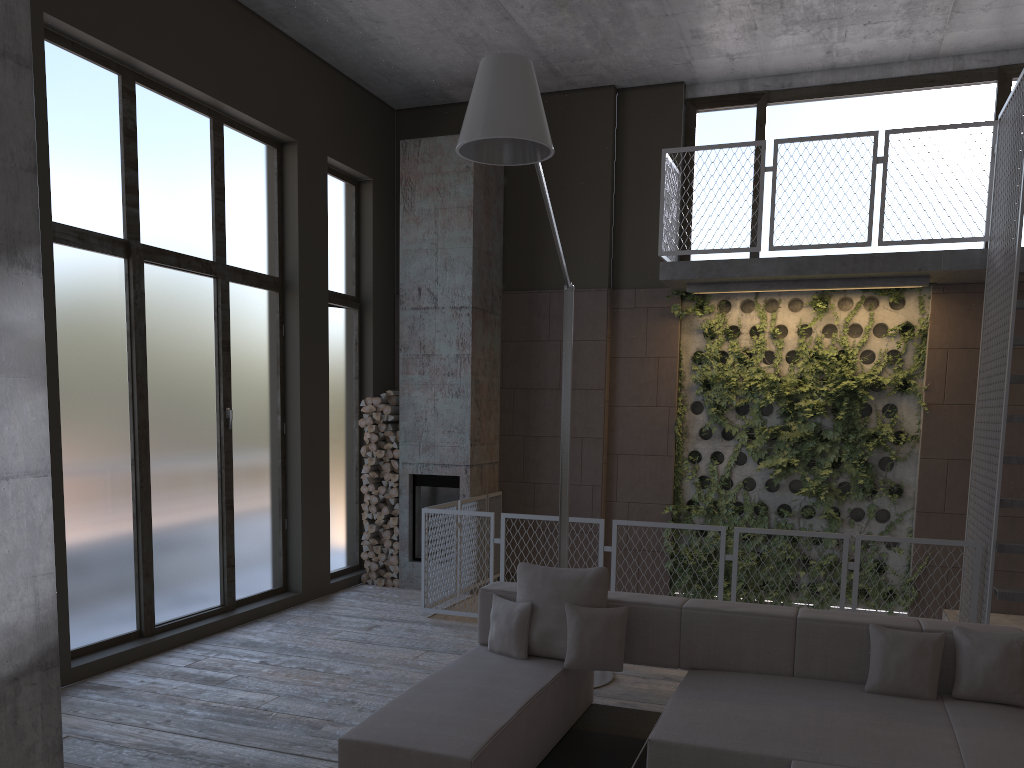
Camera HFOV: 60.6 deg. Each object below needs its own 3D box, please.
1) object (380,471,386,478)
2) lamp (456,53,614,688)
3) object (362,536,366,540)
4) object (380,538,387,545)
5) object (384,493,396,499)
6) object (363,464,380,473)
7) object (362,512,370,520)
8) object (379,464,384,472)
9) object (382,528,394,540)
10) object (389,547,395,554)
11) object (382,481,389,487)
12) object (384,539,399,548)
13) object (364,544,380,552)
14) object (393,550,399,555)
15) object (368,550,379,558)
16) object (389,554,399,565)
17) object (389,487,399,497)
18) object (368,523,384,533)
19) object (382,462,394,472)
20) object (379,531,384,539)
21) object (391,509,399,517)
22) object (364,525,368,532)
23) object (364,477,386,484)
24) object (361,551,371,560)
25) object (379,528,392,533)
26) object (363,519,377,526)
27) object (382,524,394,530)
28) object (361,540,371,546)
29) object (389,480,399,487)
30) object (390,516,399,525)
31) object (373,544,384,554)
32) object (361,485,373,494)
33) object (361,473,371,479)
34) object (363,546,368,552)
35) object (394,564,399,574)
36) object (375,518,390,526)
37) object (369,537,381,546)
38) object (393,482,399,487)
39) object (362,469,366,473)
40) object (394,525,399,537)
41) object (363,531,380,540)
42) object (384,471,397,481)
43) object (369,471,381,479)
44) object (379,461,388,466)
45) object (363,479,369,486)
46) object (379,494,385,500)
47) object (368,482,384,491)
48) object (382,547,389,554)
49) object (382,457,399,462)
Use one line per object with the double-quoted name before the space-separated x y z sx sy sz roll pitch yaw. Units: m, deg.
"object" -1.287 0.962 9.443 0.101 0.087 0.361 2 -1 21
"lamp" 0.250 0.328 5.177 0.755 3.466 2.601 2 4 8
"object" -1.502 1.640 9.576 0.067 0.072 0.421 2 -1 21
"object" -1.299 1.683 9.528 0.101 0.087 0.361 2 -1 21
"object" -1.232 1.182 9.397 0.121 0.068 0.361 1 -1 22
"object" -1.444 0.899 9.441 0.090 0.090 0.453 2 -1 22
"object" -1.495 1.413 9.559 0.079 0.108 0.434 2 -1 20
"object" -1.329 0.904 9.488 0.103 0.103 0.290 2 0 21
"object" -1.282 1.595 9.406 0.098 0.108 0.292 2 0 20
"object" -1.199 1.777 9.467 0.067 0.068 0.420 2 -1 21
"object" -1.262 1.057 9.410 0.067 0.068 0.420 2 -1 21
"object" -1.236 1.698 9.479 0.092 0.094 0.435 2 -1 21
"object" -1.459 1.747 9.467 0.071 0.073 0.420 2 -1 21
"object" -1.189 1.779 9.350 0.063 0.048 0.249 2 -1 19
"object" -1.419 1.822 9.571 0.090 0.090 0.453 2 -1 21
"object" -1.198 1.854 9.362 0.100 0.104 0.291 2 0 19
"object" -1.185 1.133 9.278 0.100 0.104 0.291 2 0 19
"object" -1.398 1.539 9.467 0.093 0.084 0.477 2 -1 20
"object" -1.269 0.874 9.321 0.098 0.108 0.292 2 0 20
"object" -1.341 1.625 9.573 0.103 0.103 0.290 2 0 21
"object" -1.149 1.365 9.426 0.114 0.080 0.432 1 -1 20
"object" -1.469 1.549 9.496 0.067 0.068 0.420 2 -1 20
"object" -1.447 1.026 9.382 0.071 0.073 0.420 2 -1 21
"object" -1.502 1.851 9.601 0.091 0.093 0.435 2 -1 21
"object" -1.323 1.560 9.477 0.064 0.075 0.357 2 -1 22
"object" -1.505 1.515 9.585 0.070 0.119 0.362 3 0 20
"object" -1.275 1.520 9.427 0.088 0.057 0.330 1 -1 21
"object" -1.504 1.708 9.555 0.121 0.068 0.361 1 -1 19
"object" -1.186 1.055 9.382 0.067 0.068 0.420 2 -1 21
"object" -1.152 1.445 9.411 0.093 0.084 0.477 2 -1 21
"object" -1.346 1.768 9.518 0.093 0.084 0.477 2 -1 21
"object" -1.490 1.129 9.516 0.091 0.093 0.435 2 -1 21
"object" -1.491 0.987 9.471 0.121 0.068 0.361 1 -1 19
"object" -1.487 1.782 9.570 0.066 0.086 0.423 3 -1 23
"object" -1.154 1.962 9.433 0.064 0.126 0.362 3 0 22
"object" -1.326 1.467 9.458 0.114 0.080 0.432 1 -1 20
"object" -1.399 1.694 9.555 0.114 0.080 0.433 1 -1 21
"object" -1.177 1.057 9.265 0.063 0.048 0.249 2 -1 19
"object" -1.490 0.919 9.491 0.067 0.072 0.421 2 -1 21
"object" -1.147 1.557 9.385 0.064 0.126 0.362 3 0 22
"object" -1.456 1.620 9.526 0.090 0.090 0.453 2 -1 22
"object" -1.223 0.977 9.394 0.092 0.094 0.435 2 -1 21
"object" -1.386 0.973 9.470 0.114 0.080 0.433 1 -1 21
"object" -1.310 0.839 9.392 0.064 0.075 0.357 2 -1 22
"object" -1.474 1.061 9.485 0.066 0.086 0.423 3 -1 23
"object" -1.326 1.195 9.437 0.064 0.075 0.357 2 -1 19
"object" -1.406 1.101 9.486 0.090 0.090 0.453 2 -1 21
"object" -1.274 1.778 9.495 0.067 0.068 0.420 2 -1 21
"object" -1.262 0.799 9.342 0.088 0.057 0.330 1 -1 21
